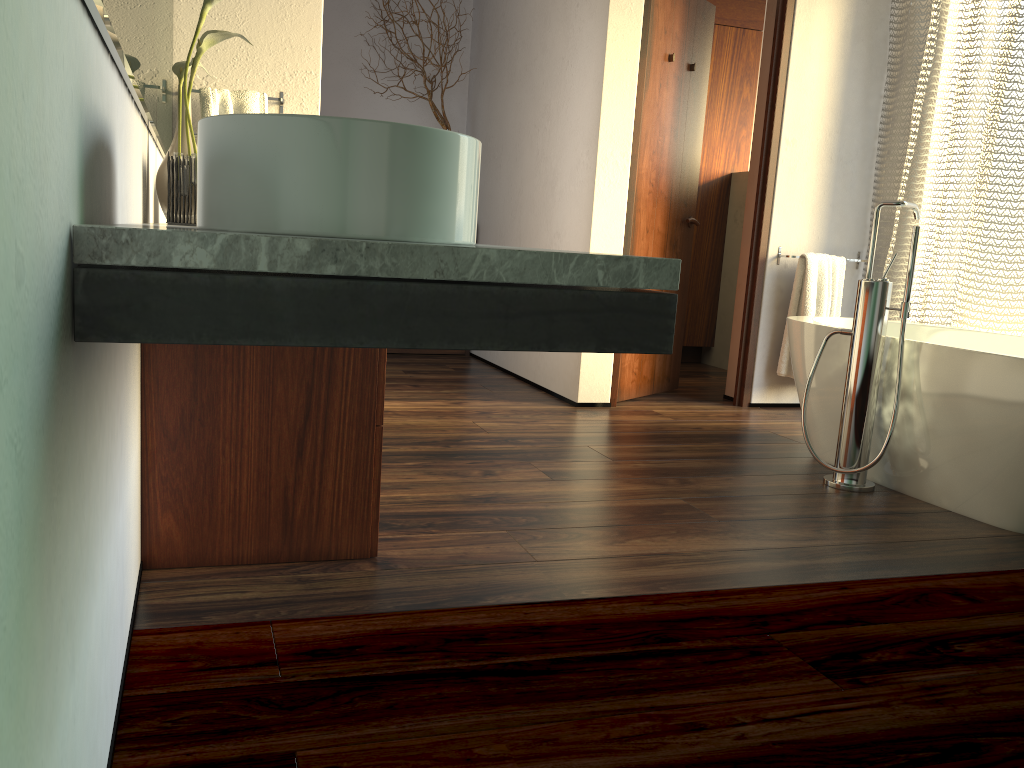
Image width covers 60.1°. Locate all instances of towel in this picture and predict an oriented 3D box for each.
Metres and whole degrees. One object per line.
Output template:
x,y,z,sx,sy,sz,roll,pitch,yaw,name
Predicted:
-1.014,-0.751,3.245,0.258,0.637,0.161,4,9,0,towel
1.398,-0.285,4.117,0.254,0.637,0.158,-3,11,-36,towel

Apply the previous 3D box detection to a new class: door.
0.766,-0.892,4.146,0.720,1.948,0.471,1,10,-18,door

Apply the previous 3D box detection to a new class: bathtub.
1.539,0.103,2.880,0.753,0.485,1.644,0,10,-20,bathtub

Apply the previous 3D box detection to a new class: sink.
-0.221,-0.256,1.147,0.353,0.131,0.362,1,10,-16,sink

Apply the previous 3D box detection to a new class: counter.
-0.481,-0.277,1.912,0.578,0.101,2.291,0,10,-20,counter

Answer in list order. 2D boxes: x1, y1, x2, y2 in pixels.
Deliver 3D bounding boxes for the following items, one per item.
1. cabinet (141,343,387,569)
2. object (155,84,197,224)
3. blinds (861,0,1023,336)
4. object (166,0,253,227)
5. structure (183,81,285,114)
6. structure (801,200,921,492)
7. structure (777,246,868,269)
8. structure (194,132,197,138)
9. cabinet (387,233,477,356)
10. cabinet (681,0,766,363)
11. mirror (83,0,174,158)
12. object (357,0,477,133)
-0.606,0.030,2.145,0.505,0.600,0.668,1,10,-19,cabinet
-0.670,-0.501,1.959,0.241,0.305,0.119,5,9,8,object
2.037,-0.870,3.149,0.178,2.338,2.156,1,10,-20,blinds
-0.667,-0.586,1.860,0.183,0.504,0.249,-4,12,-40,object
-1.024,-1.056,3.252,0.364,0.088,0.104,1,10,-18,structure
1.086,-0.122,2.792,0.281,0.897,0.240,7,10,21,structure
1.457,-0.583,4.112,0.446,0.088,0.104,1,10,-17,structure
-0.816,-0.539,2.335,0.163,0.242,0.067,1,10,-14,structure
-0.837,-0.599,5.363,1.122,0.801,0.408,1,10,-18,cabinet
0.703,-1.315,5.434,1.462,2.365,0.364,1,10,-18,cabinet
-0.541,-1.015,1.261,0.017,1.153,4.138,1,10,-20,mirror
-0.611,-1.697,5.158,0.841,1.450,0.717,8,10,24,object
